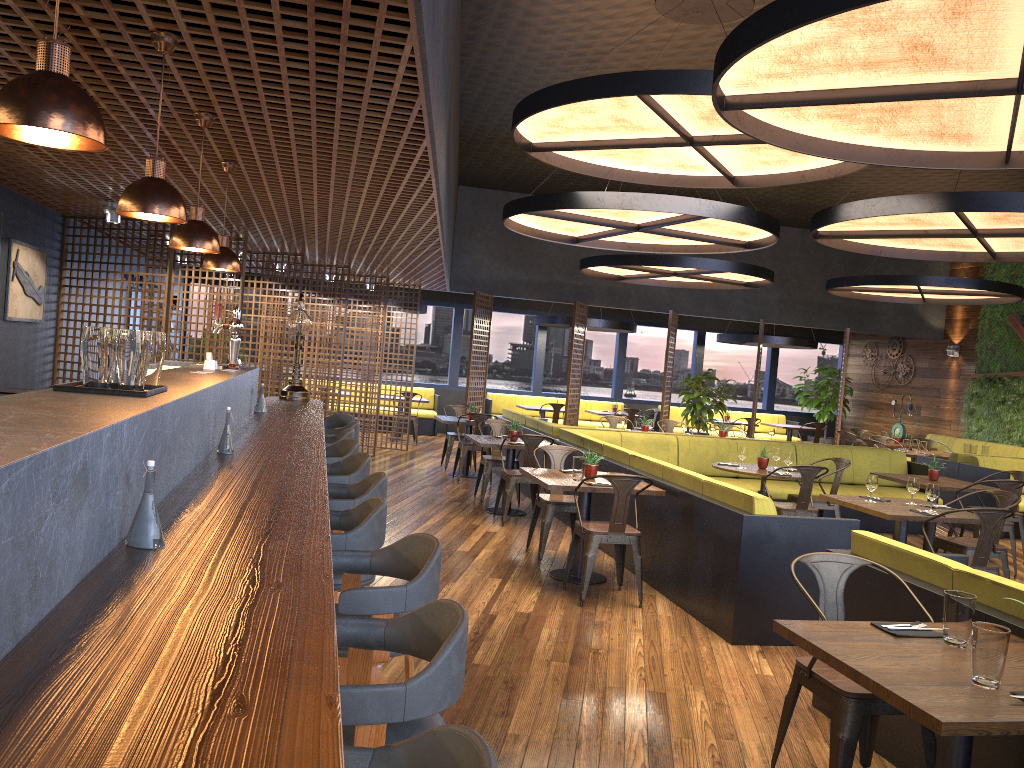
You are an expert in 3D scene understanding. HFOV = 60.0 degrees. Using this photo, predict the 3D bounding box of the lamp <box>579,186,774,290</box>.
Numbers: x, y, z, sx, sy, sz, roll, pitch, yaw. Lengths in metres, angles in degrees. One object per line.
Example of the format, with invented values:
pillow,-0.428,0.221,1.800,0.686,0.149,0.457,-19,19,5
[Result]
lamp,2.430,-2.272,12.907,2.778,1.475,2.778,4,2,-12

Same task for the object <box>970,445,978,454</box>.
object,6.791,0.989,13.053,0.102,0.178,0.102,5,2,23

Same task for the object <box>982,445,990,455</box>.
object,7.043,1.006,13.196,0.102,0.178,0.102,4,2,-27

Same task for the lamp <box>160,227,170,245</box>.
lamp,-3.635,-1.573,9.489,0.228,0.172,0.228,4,2,-12

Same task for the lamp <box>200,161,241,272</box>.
lamp,-1.814,-1.057,5.600,0.250,0.673,0.250,5,2,20

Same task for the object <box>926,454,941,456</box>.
object,6.041,1.014,12.729,0.255,0.019,0.157,4,2,-13

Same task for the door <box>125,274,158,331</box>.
door,-5.538,-0.397,13.115,0.052,2.386,2.441,4,2,-12

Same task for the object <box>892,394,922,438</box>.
object,7.719,0.997,17.484,0.459,1.615,0.848,4,2,-12

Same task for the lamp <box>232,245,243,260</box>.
lamp,-3.317,-1.577,10.632,0.228,0.172,0.228,4,2,-12

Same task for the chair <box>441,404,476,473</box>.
chair,-0.739,0.761,12.676,0.504,0.917,0.541,4,2,-12

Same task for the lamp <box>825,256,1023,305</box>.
lamp,6.371,-2.039,13.692,2.778,1.362,2.778,6,2,42

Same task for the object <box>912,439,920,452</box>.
object,6.019,0.919,13.230,0.102,0.178,0.102,4,2,-27

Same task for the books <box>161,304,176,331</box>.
books,-5.809,-1.113,14.977,0.223,0.489,0.286,4,2,-21

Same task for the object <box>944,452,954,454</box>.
object,6.719,1.051,13.514,0.157,0.019,0.255,4,2,-13

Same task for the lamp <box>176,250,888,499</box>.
lamp,0.079,-0.038,11.475,9.057,2.714,3.017,4,2,-12

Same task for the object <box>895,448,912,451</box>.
object,5.901,0.987,13.333,0.157,0.019,0.255,4,2,-13

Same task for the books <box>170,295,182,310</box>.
books,-5.936,-1.429,15.626,0.177,0.245,0.450,4,2,-12

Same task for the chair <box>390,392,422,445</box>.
chair,-1.876,0.587,15.661,0.504,0.917,0.541,4,2,-12

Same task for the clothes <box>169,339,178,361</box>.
clothes,-5.924,-0.035,15.433,0.401,1.494,0.423,4,2,-17

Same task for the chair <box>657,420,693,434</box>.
chair,2.411,1.011,13.230,0.504,0.917,0.541,4,2,-12

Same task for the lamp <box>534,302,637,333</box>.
lamp,1.503,-2.157,17.138,1.979,2.172,1.979,6,2,33

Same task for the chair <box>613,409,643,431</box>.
chair,2.129,0.900,16.545,0.504,0.917,0.541,4,2,-12

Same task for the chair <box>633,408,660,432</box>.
chair,2.574,0.916,17.347,0.541,0.917,0.504,4,2,-12

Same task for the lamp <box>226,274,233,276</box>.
lamp,-4.282,-1.731,13.417,0.228,0.172,0.228,4,2,-12

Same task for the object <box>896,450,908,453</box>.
object,5.641,0.975,12.944,0.157,0.019,0.255,4,2,-13

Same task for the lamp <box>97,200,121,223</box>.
lamp,-3.539,-1.523,7.879,0.228,0.172,0.228,4,2,-12

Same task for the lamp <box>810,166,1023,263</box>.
lamp,4.146,-1.994,7.797,2.778,1.475,2.778,6,2,37

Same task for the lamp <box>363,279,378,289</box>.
lamp,-2.245,-1.578,14.072,0.228,0.172,0.228,4,2,-12

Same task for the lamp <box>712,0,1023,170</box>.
lamp,2.402,-2.042,4.079,2.778,1.475,2.778,6,2,42

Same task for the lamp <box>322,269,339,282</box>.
lamp,-2.647,-1.581,12.903,0.228,0.172,0.228,4,2,-12

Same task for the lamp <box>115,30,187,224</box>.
lamp,-1.313,-0.954,3.294,0.250,0.673,0.250,5,2,20

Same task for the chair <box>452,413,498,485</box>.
chair,-0.479,0.815,11.478,0.504,0.917,0.541,4,2,-12

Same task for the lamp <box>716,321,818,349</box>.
lamp,5.250,-1.866,17.966,1.979,2.172,1.979,4,2,-27

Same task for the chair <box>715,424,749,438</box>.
chair,3.288,1.080,13.423,0.504,0.917,0.541,4,2,-12

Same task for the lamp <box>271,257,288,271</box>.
lamp,-3.075,-1.586,11.758,0.228,0.172,0.228,4,2,-12

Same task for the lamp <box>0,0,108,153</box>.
lamp,-1.037,-0.897,2.026,0.250,0.673,0.250,5,2,20

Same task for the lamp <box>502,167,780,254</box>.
lamp,1.345,-2.262,9.043,2.778,1.475,2.778,5,2,-8

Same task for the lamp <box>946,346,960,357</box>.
lamp,8.316,-0.625,16.789,0.189,0.215,0.215,4,2,-12

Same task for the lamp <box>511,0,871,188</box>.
lamp,1.426,-2.373,6.800,2.778,1.159,2.778,6,2,38

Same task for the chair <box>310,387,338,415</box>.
chair,-3.268,0.479,15.353,0.504,0.917,0.541,4,2,-12

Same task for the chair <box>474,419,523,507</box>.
chair,-0.147,0.880,10.056,0.504,0.917,0.541,4,2,-12

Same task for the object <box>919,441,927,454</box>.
object,5.964,0.924,12.870,0.102,0.178,0.102,5,2,23

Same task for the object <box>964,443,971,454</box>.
object,6.889,0.987,13.423,0.102,0.178,0.102,4,2,-27

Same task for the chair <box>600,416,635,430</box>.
chair,1.529,0.942,13.035,0.504,0.917,0.541,4,2,-12

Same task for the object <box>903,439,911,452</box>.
object,5.791,0.906,13.026,0.102,0.178,0.102,4,2,-27

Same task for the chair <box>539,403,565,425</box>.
chair,0.736,0.791,16.238,0.504,0.917,0.541,4,2,-12

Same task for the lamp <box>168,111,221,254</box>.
lamp,-1.558,-1.004,4.420,0.250,0.673,0.250,5,2,20

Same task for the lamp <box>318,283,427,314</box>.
lamp,-2.466,-2.466,16.262,1.979,2.172,1.979,5,2,-6
